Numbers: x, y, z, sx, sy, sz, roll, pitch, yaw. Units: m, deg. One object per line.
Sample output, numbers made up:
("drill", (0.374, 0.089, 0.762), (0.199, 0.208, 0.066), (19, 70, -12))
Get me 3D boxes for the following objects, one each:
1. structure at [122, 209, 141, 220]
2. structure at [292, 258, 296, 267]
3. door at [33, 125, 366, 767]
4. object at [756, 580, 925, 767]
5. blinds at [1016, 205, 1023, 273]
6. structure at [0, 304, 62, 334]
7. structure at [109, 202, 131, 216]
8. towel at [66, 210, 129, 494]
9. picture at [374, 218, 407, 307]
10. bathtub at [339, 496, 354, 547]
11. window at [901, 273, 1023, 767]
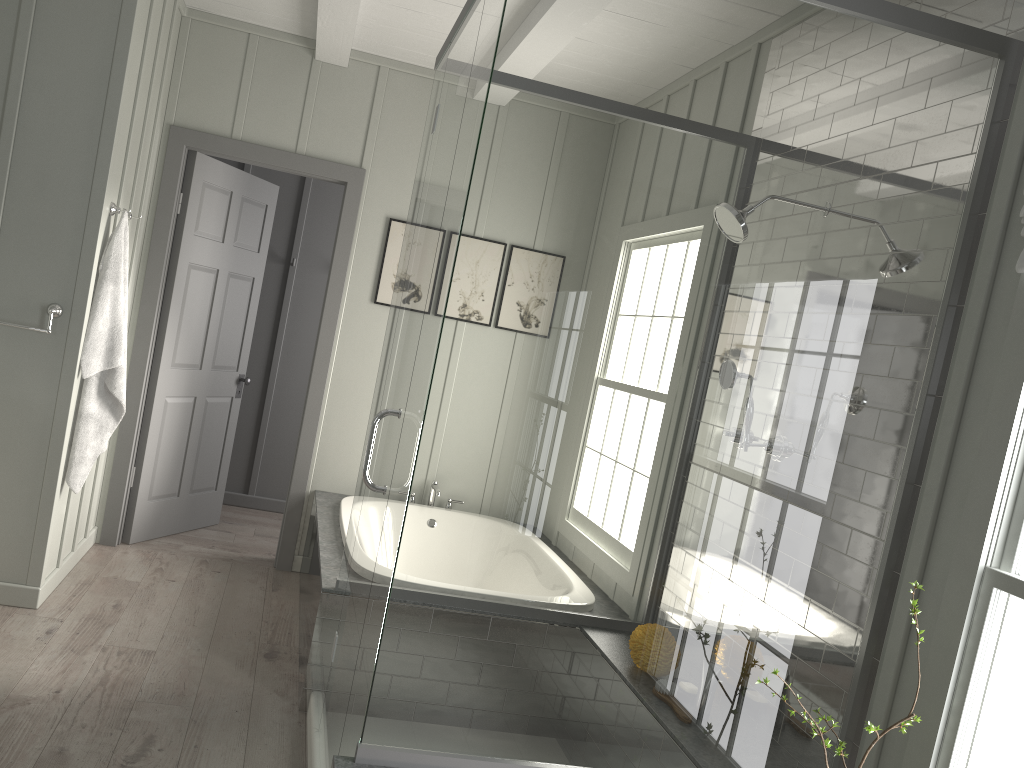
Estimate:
("structure", (-1.692, -0.745, 3.936), (0.078, 0.056, 0.057), (11, 3, -12))
("structure", (-1.461, -0.813, 5.922), (0.019, 0.051, 0.137), (10, 3, -14))
("door", (-1.057, 0.074, 1.537), (4.207, 2.200, 7.862), (11, 3, -13))
("object", (0.562, 0.926, 1.902), (0.509, 1.119, 0.278), (11, 4, -13))
("blinds", (1.226, -0.380, 1.372), (0.071, 0.381, 1.041), (10, 3, -14))
("structure", (-2.084, -0.307, 3.454), (0.595, 0.123, 0.055), (11, 4, -11))
("structure", (-1.634, -0.722, 3.688), (0.078, 0.056, 0.057), (11, 3, -12))
("towel", (-1.698, -0.127, 3.748), (0.160, 1.207, 0.320), (11, 4, -8))
("picture", (-0.545, -0.629, 4.746), (0.309, 0.462, 0.012), (11, 4, -11))
("bathtub", (-0.296, 0.831, 4.129), (1.036, 0.491, 1.577), (11, 3, -13))
("window", (1.133, 0.453, 1.441), (0.089, 1.954, 1.066), (10, 4, -14))
